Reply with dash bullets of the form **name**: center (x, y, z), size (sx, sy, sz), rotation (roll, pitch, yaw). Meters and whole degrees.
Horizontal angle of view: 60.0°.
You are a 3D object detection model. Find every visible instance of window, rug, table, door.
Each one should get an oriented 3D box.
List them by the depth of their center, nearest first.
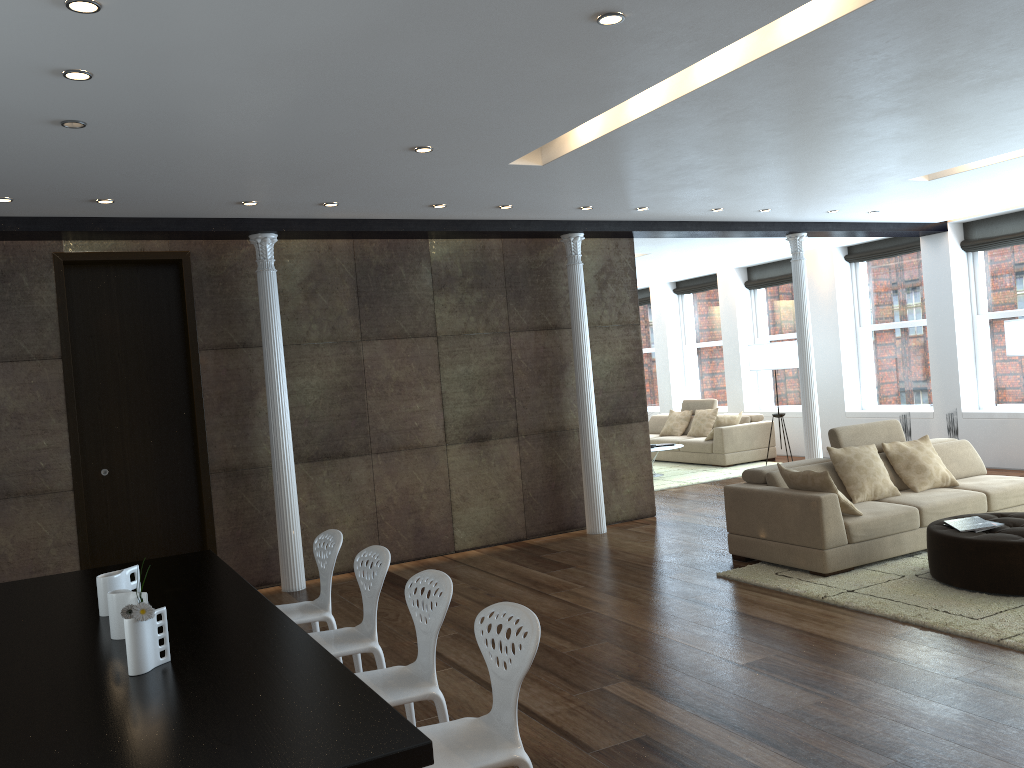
- **table**: center (-1.479, 1.334, 3.411), size (1.200, 0.733, 3.400), rotation (-5, 1, -28)
- **rug**: center (4.062, 1.197, 6.189), size (4.231, 0.020, 2.972), rotation (-5, 1, -28)
- **door**: center (-3.037, 0.374, 7.175), size (1.000, 2.814, 0.510), rotation (-5, 1, -28)
- **window**: center (6.055, -0.820, 10.374), size (0.123, 2.400, 1.432), rotation (-5, 1, -28)
- **window**: center (5.218, -0.771, 11.980), size (0.123, 2.400, 1.391), rotation (-5, 1, -28)
- **table**: center (1.901, 1.091, 12.397), size (1.022, 0.393, 1.022), rotation (-5, 1, 17)
- **rug**: center (1.746, 1.297, 13.387), size (2.972, 0.020, 4.231), rotation (-5, 1, -28)
- **window**: center (4.263, -0.715, 13.814), size (0.123, 2.400, 1.345), rotation (-5, 1, -28)
- **window**: center (3.434, -0.666, 15.405), size (0.123, 2.400, 1.444), rotation (-5, 1, -28)
- **window**: center (5.244, -0.335, 25.329), size (34.761, 17.917, 13.698), rotation (-5, 1, -28)

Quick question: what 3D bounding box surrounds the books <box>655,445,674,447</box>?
- **books**: center (2.134, 0.868, 12.509), size (0.300, 0.010, 0.220), rotation (-5, 1, 7)

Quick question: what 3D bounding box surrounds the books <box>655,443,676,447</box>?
- **books**: center (2.137, 0.858, 12.534), size (0.300, 0.010, 0.220), rotation (-5, 1, -13)

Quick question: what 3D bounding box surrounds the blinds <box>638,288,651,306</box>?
- **blinds**: center (2.454, -1.656, 16.971), size (0.156, 0.327, 1.377), rotation (-5, 1, -28)

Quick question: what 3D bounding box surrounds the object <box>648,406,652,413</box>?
- **object**: center (1.805, 0.749, 15.457), size (1.119, 1.014, 1.125), rotation (-5, 1, -41)

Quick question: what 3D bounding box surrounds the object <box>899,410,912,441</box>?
- **object**: center (4.751, 0.700, 10.669), size (0.458, 0.781, 0.458), rotation (-5, 1, -28)

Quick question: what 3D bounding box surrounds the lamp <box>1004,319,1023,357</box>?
- **lamp**: center (5.458, 0.184, 9.007), size (0.698, 1.728, 0.698), rotation (-5, 1, -4)

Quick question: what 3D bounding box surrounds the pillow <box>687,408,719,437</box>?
- **pillow**: center (2.951, 0.596, 13.728), size (0.301, 0.439, 0.534), rotation (-5, 1, -31)

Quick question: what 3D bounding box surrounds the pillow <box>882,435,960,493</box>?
- **pillow**: center (3.353, 0.655, 7.320), size (0.519, 0.416, 0.368), rotation (-5, 1, -23)

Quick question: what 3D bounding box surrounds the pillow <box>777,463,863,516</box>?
- **pillow**: center (2.235, 0.771, 6.480), size (0.395, 0.393, 0.518), rotation (-5, 1, -24)

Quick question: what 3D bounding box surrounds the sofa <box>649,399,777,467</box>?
- **sofa**: center (2.834, 0.733, 13.949), size (1.018, 0.950, 2.581), rotation (-5, 1, -28)

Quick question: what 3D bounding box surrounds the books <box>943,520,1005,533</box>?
- **books**: center (3.021, 0.923, 5.808), size (0.219, 0.031, 0.300), rotation (-5, 1, -13)

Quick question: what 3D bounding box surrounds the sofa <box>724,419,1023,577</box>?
- **sofa**: center (3.036, 0.803, 7.149), size (2.581, 0.950, 1.021), rotation (-5, 1, -28)

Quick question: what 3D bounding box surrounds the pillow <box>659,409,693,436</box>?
- **pillow**: center (2.652, 0.625, 14.276), size (0.368, 0.416, 0.519), rotation (-5, 1, -32)

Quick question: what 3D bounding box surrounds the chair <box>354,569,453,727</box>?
- **chair**: center (-0.503, 1.200, 3.482), size (0.581, 0.835, 0.495), rotation (-5, 1, -28)

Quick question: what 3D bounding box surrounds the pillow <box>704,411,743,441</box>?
- **pillow**: center (3.094, 0.616, 12.944), size (0.518, 0.393, 0.395), rotation (-5, 1, -31)

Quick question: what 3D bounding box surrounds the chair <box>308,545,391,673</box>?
- **chair**: center (-0.836, 1.219, 4.140), size (0.581, 0.835, 0.495), rotation (-5, 1, -28)

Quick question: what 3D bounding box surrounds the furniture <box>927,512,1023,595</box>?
- **furniture**: center (3.278, 1.080, 5.758), size (1.057, 0.355, 1.057), rotation (-5, 1, -26)

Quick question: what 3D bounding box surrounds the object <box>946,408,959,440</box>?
- **object**: center (5.159, 0.670, 10.357), size (0.458, 0.781, 0.458), rotation (-5, 1, -28)

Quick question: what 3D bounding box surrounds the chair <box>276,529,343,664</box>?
- **chair**: center (-1.174, 1.240, 4.748), size (0.581, 0.835, 0.495), rotation (-5, 1, -28)

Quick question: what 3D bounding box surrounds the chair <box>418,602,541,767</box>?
- **chair**: center (-0.183, 1.181, 2.858), size (0.581, 0.835, 0.495), rotation (-5, 1, -28)

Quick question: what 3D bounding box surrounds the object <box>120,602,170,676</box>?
- **object**: center (-1.206, 0.833, 2.945), size (0.076, 0.233, 0.161), rotation (-4, 1, 44)

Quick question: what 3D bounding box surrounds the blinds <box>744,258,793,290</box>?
- **blinds**: center (4.123, -1.721, 13.772), size (0.156, 0.393, 1.342), rotation (-5, 1, -28)

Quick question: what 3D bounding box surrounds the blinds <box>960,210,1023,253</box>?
- **blinds**: center (5.902, -1.824, 10.326), size (0.183, 0.395, 1.431), rotation (-5, 1, -28)

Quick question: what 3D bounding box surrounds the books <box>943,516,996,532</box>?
- **books**: center (2.994, 0.917, 5.811), size (0.220, 0.040, 0.301), rotation (-5, 1, 7)

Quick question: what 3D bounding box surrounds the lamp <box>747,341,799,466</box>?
- **lamp**: center (3.708, 0.286, 12.366), size (0.698, 1.728, 0.698), rotation (-5, 1, -4)

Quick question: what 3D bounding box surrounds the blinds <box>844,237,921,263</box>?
- **blinds**: center (5.074, -1.836, 11.938), size (0.156, 0.275, 1.396), rotation (-5, 1, -28)

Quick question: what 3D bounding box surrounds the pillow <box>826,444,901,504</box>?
- **pillow**: center (2.794, 0.695, 7.042), size (0.534, 0.439, 0.301), rotation (-5, 1, -24)

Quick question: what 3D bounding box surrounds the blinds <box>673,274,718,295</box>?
- **blinds**: center (3.291, -1.731, 15.360), size (0.156, 0.275, 1.442), rotation (-5, 1, -28)
